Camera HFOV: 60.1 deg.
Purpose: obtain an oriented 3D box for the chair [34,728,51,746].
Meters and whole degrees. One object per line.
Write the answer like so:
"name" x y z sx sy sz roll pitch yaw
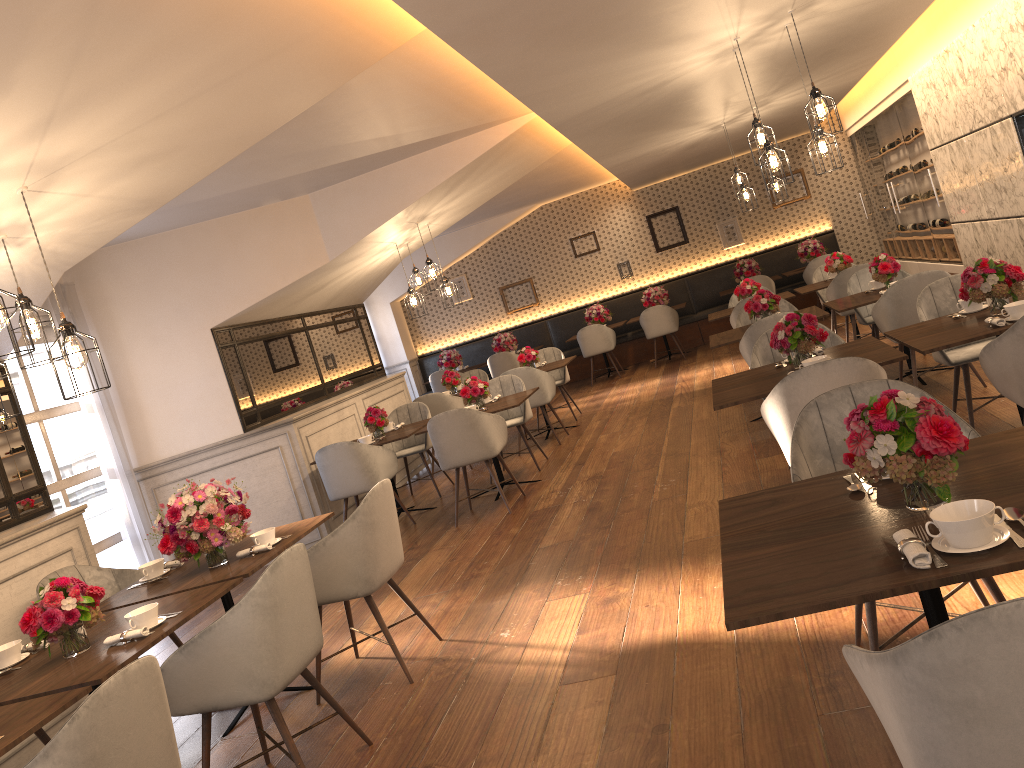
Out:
"chair" -2.160 1.442 3.547 0.524 0.871 0.568 -17 3 14

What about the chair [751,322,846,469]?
"chair" 1.741 0.082 5.175 0.563 0.871 0.529 -17 3 14

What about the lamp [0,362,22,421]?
"lamp" -2.318 -0.840 3.431 0.174 2.067 0.176 -17 2 15

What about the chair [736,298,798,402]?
"chair" 2.287 -0.308 7.683 0.563 0.871 0.529 -17 3 14

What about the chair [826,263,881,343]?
"chair" 3.409 -0.736 8.584 0.563 0.871 0.529 -17 3 14

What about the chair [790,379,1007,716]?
"chair" 1.217 0.455 2.764 0.563 0.871 0.529 -17 3 14

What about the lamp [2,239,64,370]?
"lamp" -2.307 -1.074 3.745 0.174 2.067 0.176 -17 2 15

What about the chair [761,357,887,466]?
"chair" 1.446 0.286 3.886 0.563 0.871 0.529 -17 3 14

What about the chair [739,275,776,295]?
"chair" 3.505 -1.109 12.505 0.563 0.871 0.529 -17 3 14

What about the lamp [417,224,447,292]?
"lamp" -1.005 -1.874 8.263 0.174 2.067 0.176 -17 2 15

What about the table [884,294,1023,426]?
"table" 2.468 0.008 4.330 0.893 0.720 0.902 -16 4 14

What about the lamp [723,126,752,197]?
"lamp" 2.213 -3.048 9.598 0.174 2.067 0.176 -17 2 15

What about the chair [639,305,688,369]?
"chair" 2.187 -0.726 12.831 0.563 0.871 0.529 -17 3 14

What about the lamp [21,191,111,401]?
"lamp" -1.989 -0.947 3.479 0.174 2.067 0.176 -17 2 15

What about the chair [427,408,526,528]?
"chair" -0.295 0.575 6.808 0.563 0.871 0.529 -17 3 14

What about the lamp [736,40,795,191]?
"lamp" 1.399 -2.241 5.594 0.174 2.067 0.176 -17 2 15

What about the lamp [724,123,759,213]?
"lamp" 2.202 -2.814 9.284 0.174 2.067 0.176 -17 2 15

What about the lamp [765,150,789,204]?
"lamp" 2.531 -2.921 9.332 0.174 2.067 0.176 -17 2 15

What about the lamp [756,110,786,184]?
"lamp" 2.404 -3.055 9.007 0.174 2.067 0.176 -17 2 15

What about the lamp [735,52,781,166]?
"lamp" 1.411 -2.475 5.909 0.174 2.067 0.176 -17 2 15

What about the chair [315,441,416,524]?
"chair" -1.188 0.834 7.029 0.563 0.871 0.529 -17 3 14

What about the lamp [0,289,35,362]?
"lamp" -2.116 -1.082 3.154 0.174 2.067 0.176 -17 2 15

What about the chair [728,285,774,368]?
"chair" 2.811 -0.681 10.093 0.563 0.871 0.529 -17 3 14

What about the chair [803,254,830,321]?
"chair" 4.398 -1.368 12.285 0.563 0.871 0.529 -17 3 14

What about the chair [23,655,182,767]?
"chair" -1.119 1.221 2.346 0.524 0.871 0.568 -17 3 14

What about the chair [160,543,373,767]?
"chair" -0.920 1.080 3.259 0.524 0.871 0.568 -17 3 14

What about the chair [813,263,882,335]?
"chair" 3.704 -0.941 9.873 0.563 0.871 0.529 -17 3 14

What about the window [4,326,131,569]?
"window" -3.347 0.649 7.761 0.493 2.384 14.603 -17 5 10

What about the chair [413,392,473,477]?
"chair" -0.697 0.484 9.290 0.563 0.871 0.529 -17 3 14

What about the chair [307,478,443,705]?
"chair" -0.722 0.938 4.173 0.524 0.871 0.568 -17 3 14

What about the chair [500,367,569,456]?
"chair" 0.196 0.224 9.069 0.563 0.871 0.529 -17 3 14

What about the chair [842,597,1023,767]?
"chair" 0.922 0.660 1.476 0.563 0.871 0.529 -17 3 14

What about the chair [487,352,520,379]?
"chair" -0.024 -0.083 13.377 0.563 0.871 0.529 -17 3 14

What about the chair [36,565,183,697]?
"chair" -1.962 1.300 4.461 0.524 0.871 0.568 -17 3 14

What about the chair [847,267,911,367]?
"chair" 3.180 -0.567 7.462 0.563 0.871 0.529 -17 3 14

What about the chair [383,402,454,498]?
"chair" -0.937 0.642 8.328 0.563 0.871 0.529 -17 3 14

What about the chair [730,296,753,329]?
"chair" 2.516 -0.477 8.805 0.563 0.871 0.529 -17 3 14

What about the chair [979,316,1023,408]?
"chair" 2.339 0.027 3.665 0.563 0.871 0.529 -17 3 14

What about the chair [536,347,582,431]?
"chair" 0.448 0.032 10.368 0.563 0.871 0.529 -17 3 14

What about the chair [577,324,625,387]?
"chair" 1.294 -0.466 13.051 0.563 0.871 0.529 -17 3 14

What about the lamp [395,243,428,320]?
"lamp" -1.208 -1.633 8.540 0.174 2.067 0.176 -17 2 15

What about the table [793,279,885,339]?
"table" 3.537 -0.755 9.248 0.893 0.720 0.902 -16 4 14

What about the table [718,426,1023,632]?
"table" 1.051 0.641 2.140 0.893 0.720 0.902 -16 4 14

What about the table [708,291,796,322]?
"table" 2.644 -0.496 9.469 0.893 0.720 0.902 -16 4 14

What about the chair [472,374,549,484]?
"chair" -0.044 0.383 8.108 0.563 0.871 0.529 -17 3 14

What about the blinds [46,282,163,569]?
"blinds" -3.283 0.565 6.511 0.133 2.694 1.389 -17 2 14

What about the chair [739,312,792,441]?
"chair" 1.992 -0.103 6.394 0.563 0.871 0.529 -17 3 14

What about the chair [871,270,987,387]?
"chair" 2.885 -0.363 6.174 0.563 0.871 0.529 -17 3 14

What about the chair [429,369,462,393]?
"chair" -0.917 0.177 13.597 0.563 0.871 0.529 -17 3 14

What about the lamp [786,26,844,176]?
"lamp" 1.729 -2.348 5.643 0.174 2.067 0.176 -17 2 15

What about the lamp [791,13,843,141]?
"lamp" 1.602 -2.483 5.318 0.174 2.067 0.176 -17 2 15

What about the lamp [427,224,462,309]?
"lamp" -0.878 -1.740 8.588 0.174 2.067 0.176 -17 2 15

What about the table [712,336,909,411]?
"table" 1.575 0.267 4.550 0.893 0.720 0.902 -16 4 14

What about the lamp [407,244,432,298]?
"lamp" -1.196 -1.867 8.854 0.174 2.067 0.176 -17 2 15

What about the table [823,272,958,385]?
"table" 3.014 -0.381 6.837 0.893 0.720 0.902 -16 4 14

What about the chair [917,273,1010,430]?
"chair" 2.634 -0.178 4.954 0.563 0.871 0.529 -17 3 14

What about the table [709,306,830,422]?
"table" 2.121 -0.122 7.058 0.893 0.720 0.902 -16 4 14

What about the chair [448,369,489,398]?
"chair" -0.445 0.292 10.589 0.563 0.871 0.529 -17 3 14
